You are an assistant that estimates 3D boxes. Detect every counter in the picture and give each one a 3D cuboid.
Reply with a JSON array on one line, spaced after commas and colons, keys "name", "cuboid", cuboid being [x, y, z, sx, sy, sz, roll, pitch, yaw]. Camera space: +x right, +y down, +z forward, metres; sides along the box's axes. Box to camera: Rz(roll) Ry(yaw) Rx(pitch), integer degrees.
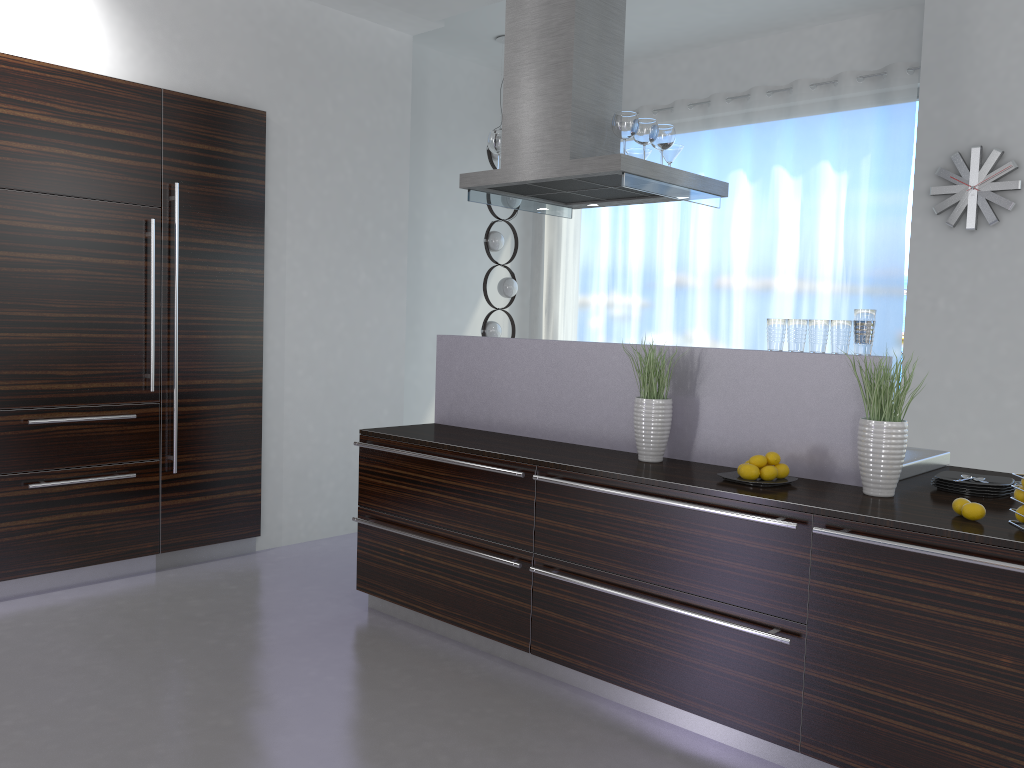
[{"name": "counter", "cuboid": [0.930, 0.512, 3.518, 3.291, 1.300, 1.302, 6, 5, 42]}]

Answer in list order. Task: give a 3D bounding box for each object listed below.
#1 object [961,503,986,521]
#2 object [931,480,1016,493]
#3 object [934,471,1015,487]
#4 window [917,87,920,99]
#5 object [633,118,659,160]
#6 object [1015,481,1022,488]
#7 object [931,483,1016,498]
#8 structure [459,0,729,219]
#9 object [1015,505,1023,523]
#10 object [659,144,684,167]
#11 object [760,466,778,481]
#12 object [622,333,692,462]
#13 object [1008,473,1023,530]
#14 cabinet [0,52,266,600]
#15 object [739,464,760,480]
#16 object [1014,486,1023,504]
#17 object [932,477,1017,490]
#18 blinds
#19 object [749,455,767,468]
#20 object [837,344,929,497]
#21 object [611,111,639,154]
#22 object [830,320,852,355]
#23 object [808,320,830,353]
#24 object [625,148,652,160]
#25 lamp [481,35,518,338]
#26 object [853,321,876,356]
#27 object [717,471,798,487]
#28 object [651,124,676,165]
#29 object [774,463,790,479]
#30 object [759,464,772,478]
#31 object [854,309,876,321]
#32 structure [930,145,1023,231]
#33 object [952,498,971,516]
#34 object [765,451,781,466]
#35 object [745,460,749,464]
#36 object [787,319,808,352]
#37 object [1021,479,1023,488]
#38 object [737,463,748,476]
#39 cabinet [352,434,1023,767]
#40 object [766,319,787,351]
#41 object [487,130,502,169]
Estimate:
[{"name": "object", "cuboid": [1.314, 0.363, 2.526, 0.053, 0.051, 0.063, -2, 5, -44]}, {"name": "object", "cuboid": [1.563, 0.346, 3.004, 0.232, 0.020, 0.232, -1, 5, -39]}, {"name": "object", "cuboid": [1.494, 0.248, 3.171, 0.269, 0.147, 0.646, 0, 4, -23]}, {"name": "window", "cuboid": [1.628, -0.803, 6.896, 3.000, 2.500, 0.100, 6, 5, 42]}, {"name": "object", "cuboid": [0.610, -1.103, 4.086, 0.125, 0.221, 0.125, 0, 4, -23]}, {"name": "object", "cuboid": [1.830, 0.334, 3.097, 0.153, 0.069, 0.153, 1, 4, -14]}, {"name": "object", "cuboid": [1.563, 0.356, 3.004, 0.232, 0.020, 0.232, -1, 5, -39]}, {"name": "structure", "cuboid": [0.426, -1.505, 4.371, 0.981, 1.231, 0.915, 6, 5, 42]}, {"name": "object", "cuboid": [1.432, 0.360, 2.462, 0.060, 0.057, 0.052, 6, 6, 44]}, {"name": "object", "cuboid": [0.786, -1.097, 4.426, 0.137, 0.174, 0.137, 2, 4, 7]}, {"name": "object", "cuboid": [0.874, 0.304, 3.019, 0.061, 0.054, 0.052, 3, 4, 20]}, {"name": "object", "cuboid": [0.527, 0.049, 3.428, 0.269, 0.502, 0.247, 6, 5, 43]}, {"name": "object", "cuboid": [1.492, 0.315, 2.406, 0.189, 0.174, 0.207, 2, 4, 8]}, {"name": "cabinet", "cuboid": [-2.835, -0.238, 3.889, 0.669, 2.500, 3.600, 6, 5, 42]}, {"name": "object", "cuboid": [0.809, 0.301, 3.021, 0.070, 0.058, 0.060, 5, 5, 41]}, {"name": "object", "cuboid": [1.435, 0.312, 2.479, 0.053, 0.051, 0.063, 3, 4, 11]}, {"name": "object", "cuboid": [1.564, 0.336, 3.003, 0.232, 0.020, 0.232, -2, 6, -44]}, {"name": "blinds", "cuboid": [1.351, -0.622, 6.855, 3.245, 3.112, 0.120, 6, 5, 42]}, {"name": "object", "cuboid": [0.846, 0.266, 3.049, 0.053, 0.047, 0.061, -2, 6, -44]}, {"name": "object", "cuboid": [1.197, 0.111, 2.846, 0.269, 0.502, 0.247, 2, 4, -4]}, {"name": "object", "cuboid": [0.504, -1.098, 3.970, 0.125, 0.221, 0.125, 0, 4, -23]}, {"name": "object", "cuboid": [1.153, -0.164, 3.114, 0.071, 0.119, 0.072, 1, 4, -7]}, {"name": "object", "cuboid": [1.094, -0.170, 3.168, 0.071, 0.119, 0.072, 1, 4, -7]}, {"name": "object", "cuboid": [0.647, -1.111, 4.554, 0.137, 0.174, 0.137, 2, 4, 7]}, {"name": "lamp", "cuboid": [-0.068, -1.416, 6.755, 0.180, 2.370, 0.367, 5, 5, 36]}, {"name": "object", "cuboid": [1.212, -0.158, 3.059, 0.071, 0.119, 0.072, 1, 4, -7]}, {"name": "object", "cuboid": [0.845, 0.327, 3.059, 0.232, 0.020, 0.232, -1, 5, -39]}, {"name": "object", "cuboid": [0.710, -1.107, 4.194, 0.125, 0.221, 0.125, 0, 4, -23]}, {"name": "object", "cuboid": [0.923, 0.299, 3.049, 0.063, 0.053, 0.051, 1, 4, -7]}, {"name": "object", "cuboid": [0.878, 0.300, 3.077, 0.057, 0.060, 0.071, 6, 6, 44]}, {"name": "object", "cuboid": [1.214, -0.197, 3.056, 0.071, 0.119, 0.072, 1, 4, -7]}, {"name": "structure", "cuboid": [2.789, -1.181, 5.351, 0.505, 0.505, 0.076, 6, 5, 42]}, {"name": "object", "cuboid": [1.316, 0.359, 2.590, 0.053, 0.051, 0.063, 3, 4, 11]}, {"name": "object", "cuboid": [0.898, 0.257, 3.056, 0.053, 0.048, 0.063, 2, 4, 9]}, {"name": "object", "cuboid": [0.845, 0.295, 3.126, 0.052, 0.054, 0.061, 2, 4, 0]}, {"name": "object", "cuboid": [1.034, -0.175, 3.223, 0.071, 0.119, 0.072, 1, 4, -7]}, {"name": "object", "cuboid": [1.432, 0.272, 2.434, 0.053, 0.051, 0.063, 2, 4, 0]}, {"name": "object", "cuboid": [0.813, 0.301, 3.080, 0.053, 0.051, 0.063, -2, 5, -44]}, {"name": "cabinet", "cuboid": [0.914, 0.736, 3.527, 3.285, 0.852, 1.377, 6, 5, 42]}, {"name": "object", "cuboid": [0.975, -0.181, 3.277, 0.072, 0.119, 0.071, 2, 4, 3]}, {"name": "object", "cuboid": [-0.064, -1.149, 4.435, 0.125, 0.221, 0.125, 0, 4, -23]}]
